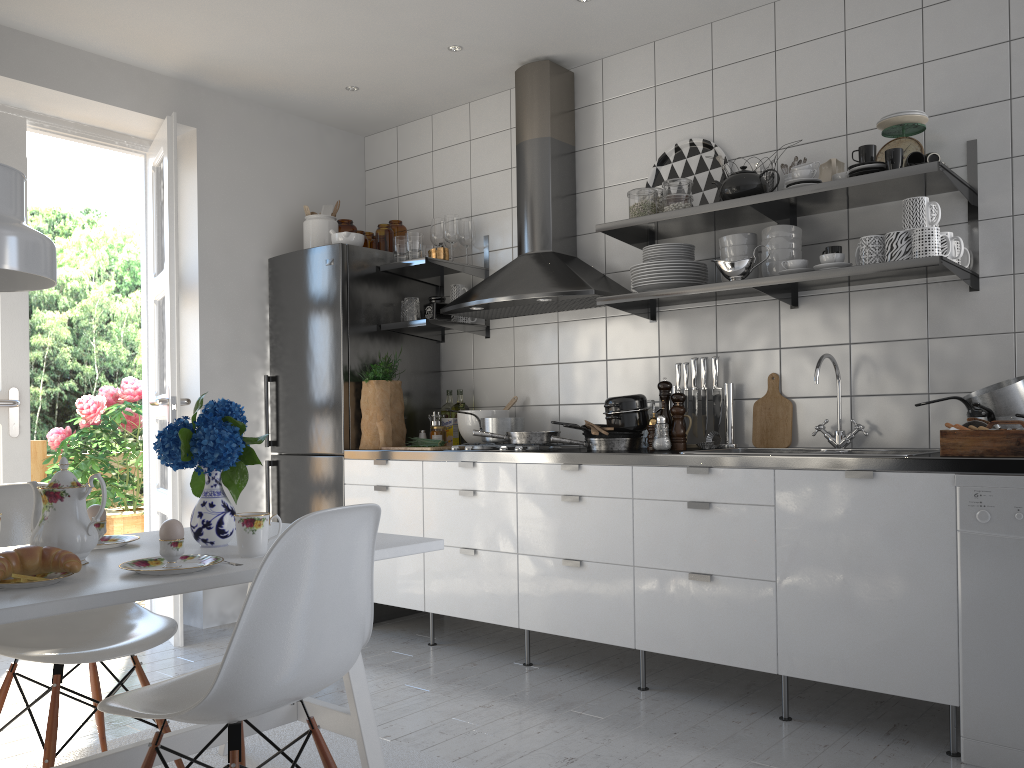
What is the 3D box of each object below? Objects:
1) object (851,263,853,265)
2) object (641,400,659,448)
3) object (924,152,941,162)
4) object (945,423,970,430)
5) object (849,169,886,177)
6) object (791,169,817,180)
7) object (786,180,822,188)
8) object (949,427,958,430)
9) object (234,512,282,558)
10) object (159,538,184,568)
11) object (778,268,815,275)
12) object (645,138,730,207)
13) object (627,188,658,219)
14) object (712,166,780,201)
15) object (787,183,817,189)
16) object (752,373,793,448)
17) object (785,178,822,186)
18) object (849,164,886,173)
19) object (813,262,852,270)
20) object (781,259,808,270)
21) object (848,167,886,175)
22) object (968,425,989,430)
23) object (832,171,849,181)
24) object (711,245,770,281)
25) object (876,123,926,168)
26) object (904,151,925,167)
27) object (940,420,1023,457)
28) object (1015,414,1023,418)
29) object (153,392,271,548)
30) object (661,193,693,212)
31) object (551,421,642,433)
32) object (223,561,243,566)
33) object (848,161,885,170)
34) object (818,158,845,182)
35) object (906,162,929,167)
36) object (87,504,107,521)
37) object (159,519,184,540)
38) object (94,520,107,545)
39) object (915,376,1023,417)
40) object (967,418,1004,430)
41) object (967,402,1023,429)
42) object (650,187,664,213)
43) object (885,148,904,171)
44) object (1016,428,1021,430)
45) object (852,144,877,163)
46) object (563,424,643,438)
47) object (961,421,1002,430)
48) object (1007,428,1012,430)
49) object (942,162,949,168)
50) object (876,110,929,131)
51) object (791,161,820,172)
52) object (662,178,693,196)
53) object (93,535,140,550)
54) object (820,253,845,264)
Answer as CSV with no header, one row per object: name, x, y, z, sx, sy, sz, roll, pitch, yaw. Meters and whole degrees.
object,1.127,-0.406,3.101,0.121,0.023,0.121,-2,-3,20
object,0.573,0.169,3.760,0.081,0.201,0.101,-1,-1,-30
object,1.323,-0.711,2.814,0.069,0.059,0.082,-1,-2,18
object,1.333,0.156,2.535,0.030,0.093,0.217,-1,-2,-24
object,1.163,-0.673,2.891,0.121,0.021,0.121,-2,-3,17
object,1.002,-0.704,3.043,0.079,0.050,0.082,-1,-2,13
object,1.004,-0.673,3.042,0.121,0.021,0.121,-3,-3,44
object,1.283,0.148,2.553,0.048,0.048,0.049,0,-2,-39
object,-0.573,0.336,1.973,0.078,0.095,0.091,-2,-2,33
object,-0.691,0.343,1.802,0.048,0.057,0.048,-1,-1,-10
object,0.979,-0.378,3.052,0.121,0.021,0.121,-3,-3,37
object,0.724,-0.818,3.666,0.395,0.393,0.053,-2,-1,40
object,0.513,-0.692,3.476,0.121,0.130,0.121,-1,-1,26
object,0.841,-0.715,3.201,0.178,0.142,0.200,-1,-2,-9
object,1.005,-0.664,3.042,0.121,0.021,0.121,-3,-3,44
object,1.011,0.102,3.437,0.157,0.294,0.047,-1,-1,40
object,1.002,-0.683,3.045,0.121,0.024,0.121,-3,-3,35
object,1.164,-0.692,2.891,0.121,0.023,0.121,0,-3,-19
object,1.066,-0.383,2.947,0.121,0.021,0.121,-3,-3,44
object,0.978,-0.398,3.050,0.079,0.048,0.083,-2,-2,32
object,1.163,-0.682,2.892,0.121,0.021,0.121,-3,-3,44
object,1.382,0.158,2.491,0.030,0.084,0.220,-1,-2,-25
object,1.130,-0.688,3.016,0.082,0.048,0.079,1,-2,-38
object,0.823,-0.425,3.197,0.210,0.135,0.102,-2,-1,22
object,1.329,-0.764,3.011,0.159,0.208,0.185,-2,-2,40
object,1.288,-0.703,2.827,0.069,0.058,0.080,-1,-2,13
object,1.413,0.154,2.527,0.301,0.100,0.211,-3,-3,42
object,1.672,0.124,2.604,0.356,0.080,0.246,1,-3,-42
object,-0.731,0.206,2.157,0.266,0.377,0.236,-2,-1,42
object,0.628,-0.673,3.368,0.121,0.079,0.121,-2,-2,26
object,0.362,0.184,3.538,0.356,0.080,0.246,1,-3,-42
object,-0.619,0.374,1.883,0.140,0.011,0.032,-3,-3,43
object,1.161,-0.701,2.893,0.121,0.023,0.121,0,-2,-10
object,1.149,-0.726,3.172,0.115,0.152,0.127,0,-1,-24
object,1.302,-0.678,2.821,0.121,0.021,0.121,-3,-3,44
object,-1.022,0.327,2.176,0.048,0.063,0.048,-2,-2,44
object,-0.692,0.306,1.802,0.048,0.063,0.048,-2,-2,44
object,-1.021,0.364,2.175,0.048,0.057,0.048,-1,-1,-10
object,1.471,0.060,2.821,0.371,0.169,0.203,-2,-2,17
object,1.478,0.150,2.592,0.266,0.107,0.048,-2,-1,37
object,1.519,0.134,2.731,0.200,0.154,0.348,-2,-2,24
object,0.569,-0.707,3.628,0.121,0.171,0.121,0,-1,-30
object,1.215,-0.705,2.811,0.055,0.077,0.070,-1,-1,3
object,1.465,0.158,2.537,0.068,0.067,0.035,-1,-1,21
object,1.157,-0.736,2.899,0.055,0.078,0.070,0,-1,-30
object,0.352,0.199,3.547,0.347,0.082,0.243,0,-2,-9
object,1.384,0.157,2.624,0.118,0.099,0.084,-2,-2,34
object,1.425,0.156,2.570,0.054,0.059,0.068,-2,-2,36
object,1.410,-0.699,2.916,0.066,0.067,0.052,-2,-2,41
object,1.330,-0.890,3.022,0.163,0.047,0.164,-1,-2,-1
object,1.002,-0.733,3.043,0.078,0.067,0.083,0,-2,-35
object,0.653,-0.714,3.491,0.121,0.171,0.121,0,-1,-30
object,-1.021,0.391,2.176,0.201,0.016,0.201,-3,-4,45
object,1.064,-0.404,2.946,0.082,0.048,0.079,1,-2,-38
